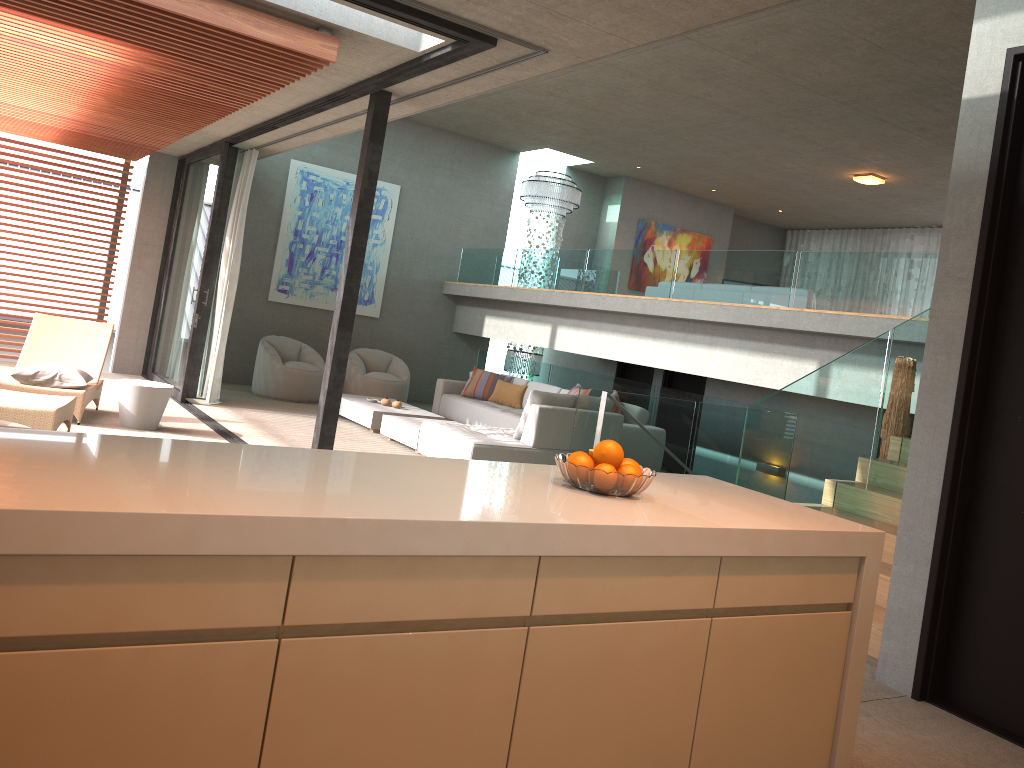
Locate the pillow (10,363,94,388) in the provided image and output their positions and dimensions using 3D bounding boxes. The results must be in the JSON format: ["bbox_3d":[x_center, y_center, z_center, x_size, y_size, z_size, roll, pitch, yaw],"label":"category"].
[{"bbox_3d":[-3.974,-0.076,7.667,0.592,0.194,0.596,8,3,-21],"label":"pillow"}]

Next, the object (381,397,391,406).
[{"bbox_3d":[-1.478,0.204,10.377,0.119,0.106,0.120,9,1,-28],"label":"object"}]

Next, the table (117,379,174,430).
[{"bbox_3d":[-3.281,0.188,7.843,0.478,0.394,0.472,10,2,39],"label":"table"}]

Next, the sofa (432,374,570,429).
[{"bbox_3d":[0.292,0.384,10.632,1.043,0.754,3.482,8,3,-32],"label":"sofa"}]

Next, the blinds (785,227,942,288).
[{"bbox_3d":[6.370,-1.537,16.399,0.221,2.732,3.872,10,1,-33],"label":"blinds"}]

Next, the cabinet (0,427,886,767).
[{"bbox_3d":[-0.820,0.645,2.046,4.097,0.901,0.805,7,2,-32],"label":"cabinet"}]

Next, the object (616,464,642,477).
[{"bbox_3d":[0.351,0.286,2.671,0.087,0.087,0.086,9,1,18],"label":"object"}]

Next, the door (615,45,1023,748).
[{"bbox_3d":[0.196,0.330,5.229,5.807,4.479,15.243,10,3,30],"label":"door"}]

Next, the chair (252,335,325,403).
[{"bbox_3d":[-2.949,-0.207,11.785,0.917,0.789,0.925,8,1,-28],"label":"chair"}]

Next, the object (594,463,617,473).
[{"bbox_3d":[0.276,0.278,2.636,0.080,0.081,0.081,8,1,-38],"label":"object"}]

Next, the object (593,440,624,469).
[{"bbox_3d":[0.294,0.217,2.691,0.094,0.094,0.094,9,1,-12],"label":"object"}]

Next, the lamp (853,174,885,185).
[{"bbox_3d":[5.022,-2.875,12.429,0.298,0.092,0.302,7,3,-32],"label":"lamp"}]

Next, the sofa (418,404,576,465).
[{"bbox_3d":[0.079,0.501,8.200,1.587,0.734,1.019,8,2,-32],"label":"sofa"}]

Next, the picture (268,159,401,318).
[{"bbox_3d":[-2.594,-2.114,13.070,1.709,2.053,0.030,9,-1,-32],"label":"picture"}]

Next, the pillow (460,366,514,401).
[{"bbox_3d":[-0.318,0.027,11.656,0.657,0.443,0.339,10,0,12],"label":"pillow"}]

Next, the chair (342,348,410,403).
[{"bbox_3d":[-1.887,-0.068,12.342,0.920,0.789,0.922,9,1,-8],"label":"chair"}]

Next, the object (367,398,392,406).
[{"bbox_3d":[-1.524,0.224,10.504,0.438,0.040,0.154,10,3,14],"label":"object"}]

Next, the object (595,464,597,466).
[{"bbox_3d":[0.277,0.278,2.739,0.070,0.071,0.071,9,1,7],"label":"object"}]

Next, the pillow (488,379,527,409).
[{"bbox_3d":[-0.041,0.133,11.424,0.465,0.325,0.225,10,0,21],"label":"pillow"}]

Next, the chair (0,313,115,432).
[{"bbox_3d":[-3.900,-0.102,7.336,0.697,0.827,2.305,9,3,-17],"label":"chair"}]

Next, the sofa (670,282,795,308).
[{"bbox_3d":[3.057,-0.856,11.809,0.968,0.865,3.268,8,3,-32],"label":"sofa"}]

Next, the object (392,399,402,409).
[{"bbox_3d":[-1.341,0.231,10.309,0.119,0.106,0.119,9,1,2],"label":"object"}]

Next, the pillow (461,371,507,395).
[{"bbox_3d":[-0.375,0.050,11.845,0.619,0.421,0.311,9,0,5],"label":"pillow"}]

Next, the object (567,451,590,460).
[{"bbox_3d":[0.213,0.255,2.778,0.086,0.087,0.087,8,1,-42],"label":"object"}]

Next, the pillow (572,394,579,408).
[{"bbox_3d":[0.702,0.343,8.282,0.489,0.499,0.239,9,0,-32],"label":"pillow"}]

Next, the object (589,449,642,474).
[{"bbox_3d":[0.321,0.269,2.771,0.174,0.100,0.096,10,1,13],"label":"object"}]

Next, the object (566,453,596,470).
[{"bbox_3d":[0.208,0.257,2.686,0.094,0.094,0.095,8,1,-43],"label":"object"}]

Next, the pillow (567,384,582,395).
[{"bbox_3d":[0.698,0.253,10.070,0.310,0.495,0.738,9,2,-9],"label":"pillow"}]

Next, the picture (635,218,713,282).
[{"bbox_3d":[2.865,-2.181,15.839,1.740,1.252,0.030,8,-1,-32],"label":"picture"}]

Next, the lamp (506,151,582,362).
[{"bbox_3d":[0.442,-1.916,14.549,1.005,3.946,0.992,8,-1,38],"label":"lamp"}]

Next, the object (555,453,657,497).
[{"bbox_3d":[0.282,0.286,2.724,0.313,0.082,0.317,7,4,-32],"label":"object"}]

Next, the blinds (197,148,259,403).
[{"bbox_3d":[-3.737,-1.382,10.998,0.221,2.928,2.439,10,0,-33],"label":"blinds"}]

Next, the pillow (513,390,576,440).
[{"bbox_3d":[0.296,0.303,8.031,0.489,0.484,0.267,9,0,-32],"label":"pillow"}]

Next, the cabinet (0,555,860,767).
[{"bbox_3d":[-0.344,-0.049,0.769,7.427,2.571,1.976,7,1,-32],"label":"cabinet"}]
